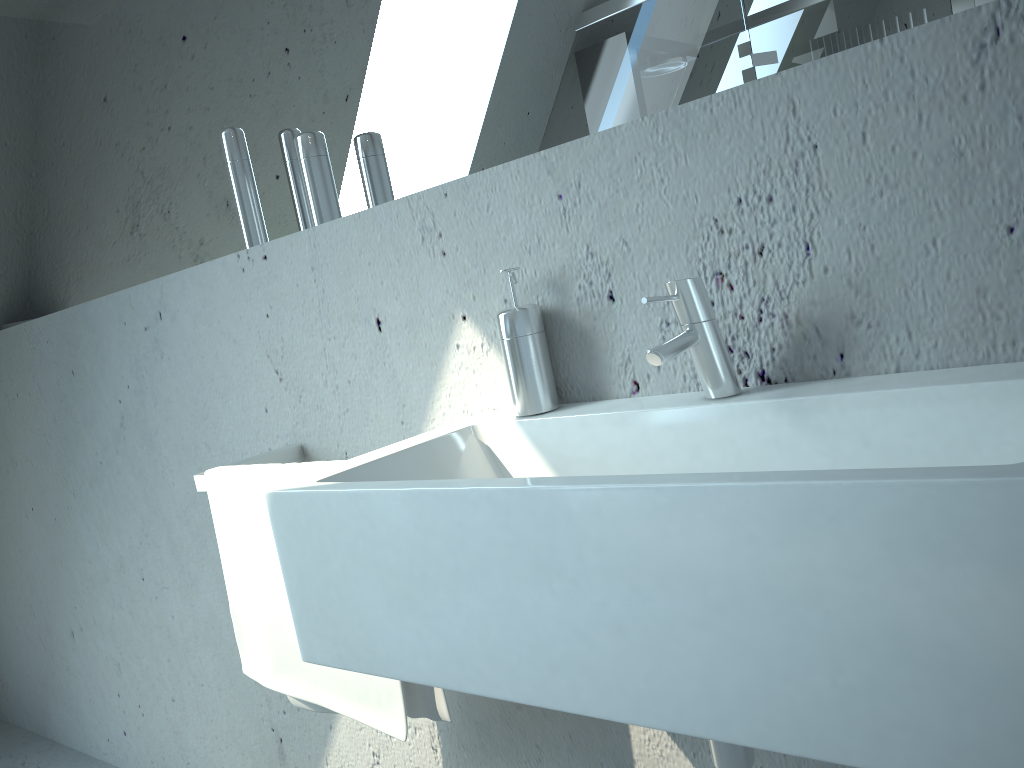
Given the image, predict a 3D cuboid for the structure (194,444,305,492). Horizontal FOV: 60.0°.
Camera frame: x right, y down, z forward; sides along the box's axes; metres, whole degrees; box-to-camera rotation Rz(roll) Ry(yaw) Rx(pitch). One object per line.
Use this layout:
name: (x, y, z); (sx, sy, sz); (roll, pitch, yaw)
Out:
structure: (-0.281, 0.124, 1.394); (0.480, 0.030, 0.206); (-7, 7, 40)

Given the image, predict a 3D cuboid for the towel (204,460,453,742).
towel: (-0.299, 0.329, 1.344); (0.455, 0.429, 0.063); (-6, 8, 41)

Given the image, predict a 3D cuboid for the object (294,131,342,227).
object: (-0.329, -0.346, 1.510); (0.052, 0.160, 0.052); (-9, 6, 25)

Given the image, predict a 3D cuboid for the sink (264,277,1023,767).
sink: (0.174, 0.162, 0.914); (0.800, 0.526, 0.429); (-7, 7, 40)

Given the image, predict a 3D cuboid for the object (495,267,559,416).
object: (0.011, -0.057, 1.177); (0.061, 0.193, 0.076); (-8, 6, 29)

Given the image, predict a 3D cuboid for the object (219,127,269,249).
object: (-0.496, -0.359, 1.644); (0.045, 0.225, 0.045); (-9, 6, 25)
